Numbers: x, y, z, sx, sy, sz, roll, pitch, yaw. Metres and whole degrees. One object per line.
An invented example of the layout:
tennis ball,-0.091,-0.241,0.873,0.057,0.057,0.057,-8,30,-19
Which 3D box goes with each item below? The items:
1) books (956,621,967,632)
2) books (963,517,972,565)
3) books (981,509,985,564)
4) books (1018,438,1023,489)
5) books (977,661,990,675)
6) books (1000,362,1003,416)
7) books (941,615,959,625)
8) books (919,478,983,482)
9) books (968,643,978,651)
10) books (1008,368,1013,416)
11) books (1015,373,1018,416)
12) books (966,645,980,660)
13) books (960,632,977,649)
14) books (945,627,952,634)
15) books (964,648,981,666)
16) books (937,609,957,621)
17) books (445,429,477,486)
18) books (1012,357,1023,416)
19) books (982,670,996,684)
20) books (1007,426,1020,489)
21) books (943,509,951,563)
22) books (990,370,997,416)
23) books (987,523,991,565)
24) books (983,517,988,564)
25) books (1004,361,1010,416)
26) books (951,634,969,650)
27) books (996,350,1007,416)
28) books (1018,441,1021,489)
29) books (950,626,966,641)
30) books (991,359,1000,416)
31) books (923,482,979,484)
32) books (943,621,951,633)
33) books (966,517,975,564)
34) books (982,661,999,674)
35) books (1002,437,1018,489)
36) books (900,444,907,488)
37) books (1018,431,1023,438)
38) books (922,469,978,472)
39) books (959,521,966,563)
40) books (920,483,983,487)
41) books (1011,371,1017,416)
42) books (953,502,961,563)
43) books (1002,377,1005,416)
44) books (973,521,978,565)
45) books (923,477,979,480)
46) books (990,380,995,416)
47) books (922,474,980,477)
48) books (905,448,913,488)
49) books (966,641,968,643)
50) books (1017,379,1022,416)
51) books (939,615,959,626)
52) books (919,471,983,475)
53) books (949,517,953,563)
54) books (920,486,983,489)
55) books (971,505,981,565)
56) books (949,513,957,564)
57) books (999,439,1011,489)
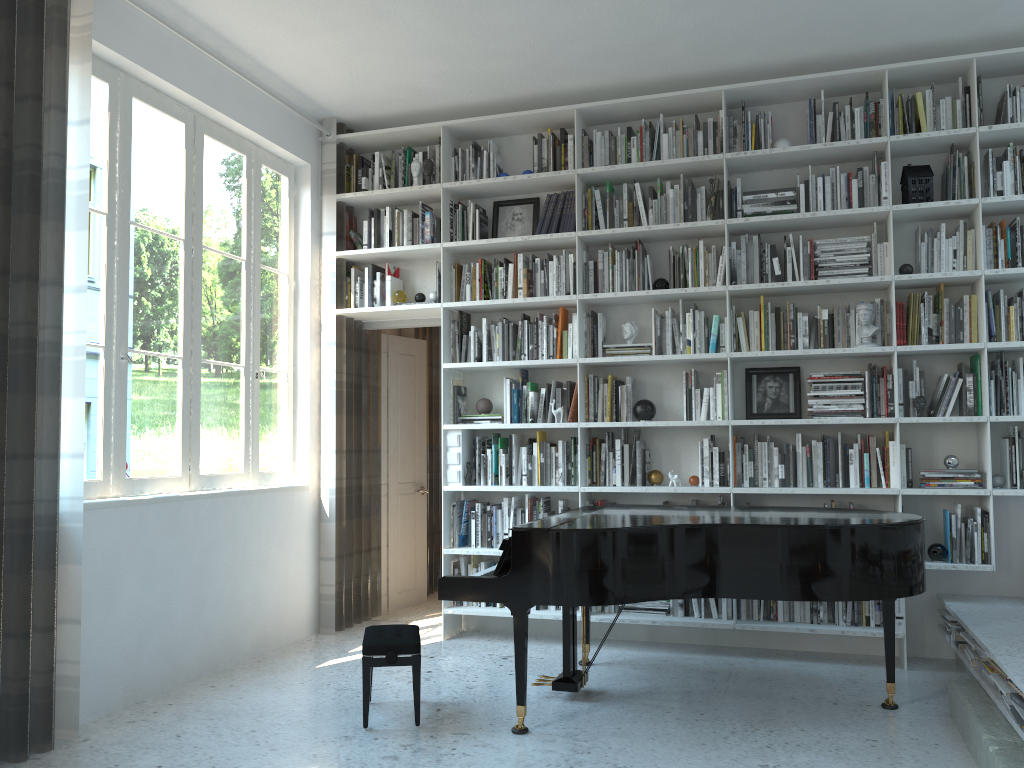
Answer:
books,2.211,1.149,4.203,0.160,0.009,0.291,-2,-4,20
books,2.312,0.795,4.512,0.026,0.224,0.175,-1,-4,18
books,2.382,0.772,4.520,0.015,0.270,0.157,-1,-4,18
books,2.599,0.405,4.535,0.023,0.256,0.178,-1,-4,18
books,2.019,1.173,3.611,0.159,0.012,0.292,-1,-4,15
books,2.520,0.031,4.597,0.006,0.281,0.155,-1,-4,18
books,2.291,1.195,4.483,0.188,0.009,0.211,-2,-4,17
books,2.271,0.498,4.596,0.285,0.012,0.159,-2,-4,21
books,2.109,1.151,3.911,0.171,0.020,0.193,-2,-4,22
books,2.557,0.046,4.579,0.013,0.248,0.165,-1,-4,18
books,2.581,0.060,4.573,0.013,0.218,0.161,-1,-4,18
books,2.114,1.188,3.908,0.172,0.014,0.221,-2,-4,19
books,2.106,1.134,3.913,0.180,0.015,0.294,-2,-4,16
books,2.301,1.253,4.477,0.171,0.016,0.241,-2,-4,18
books,2.107,1.208,3.909,0.177,0.026,0.230,-2,-4,21
books,2.283,1.171,4.487,0.191,0.013,0.243,-1,-4,14
books,-0.308,0.450,5.443,0.106,0.340,0.307,-2,-4,18
books,2.604,0.020,4.561,0.014,0.296,0.175,-1,-4,18
books,2.023,1.193,3.608,0.157,0.014,0.180,-1,-4,15
books,2.569,0.376,4.546,0.010,0.316,0.187,-1,-4,18
books,2.233,0.779,4.555,0.005,0.264,0.162,-1,-4,18
books,2.499,0.054,4.618,0.011,0.239,0.136,-1,-4,18
books,2.407,0.804,4.509,0.012,0.206,0.161,-1,-4,18
books,2.391,0.790,4.501,0.013,0.233,0.149,-1,-4,18
books,2.548,0.028,4.580,0.005,0.283,0.159,-1,-4,18
books,2.203,1.227,4.201,0.189,0.030,0.238,-2,-4,18
books,2.543,0.001,4.609,0.007,0.341,0.149,-1,-4,18
books,2.589,0.415,4.564,0.015,0.240,0.152,-1,-4,18
books,2.195,1.187,4.206,0.191,0.028,0.213,-2,-4,22
books,2.509,0.024,4.602,0.018,0.295,0.177,-1,-4,18
books,2.271,0.510,4.597,0.254,0.012,0.161,-2,-4,24
books,2.290,1.231,4.481,0.179,0.012,0.262,-2,-4,21
books,2.335,0.795,4.522,0.012,0.225,0.149,-1,-4,18
books,2.024,1.161,3.610,0.165,0.012,0.205,-2,-4,18
books,2.554,0.403,4.549,0.023,0.262,0.186,-1,-4,18
books,2.078,0.436,4.729,0.027,0.228,0.141,-1,-4,18
books,2.624,0.385,4.527,0.030,0.294,0.188,-1,-4,18
books,2.269,0.449,4.595,0.254,0.012,0.161,-2,-5,27
books,2.301,0.808,4.540,0.013,0.202,0.139,-1,-4,18
books,2.273,0.522,4.599,0.285,0.012,0.159,-2,-4,23
books,2.566,0.056,4.564,0.011,0.226,0.188,-1,-4,18
books,2.279,0.760,4.552,0.032,0.300,0.149,-1,-4,18
books,2.531,0.069,4.599,0.013,0.204,0.154,-1,-4,18
books,2.340,0.800,4.502,0.011,0.212,0.178,-1,-4,18
books,2.272,0.486,4.601,0.254,0.012,0.161,-2,-4,23
books,2.484,0.079,4.613,0.015,0.188,0.168,-1,-4,18
books,2.268,0.473,4.592,0.254,0.012,0.161,-2,-4,18
books,2.106,0.445,4.722,0.030,0.210,0.136,-2,-4,18
books,2.214,1.206,4.198,0.147,0.012,0.206,-1,-4,13
books,2.592,0.075,4.563,0.013,0.186,0.184,-1,-4,18
books,2.289,1.206,4.483,0.177,0.012,0.278,-1,-4,14
books,2.271,0.462,4.600,0.285,0.012,0.159,-2,-4,22
books,2.244,0.797,4.559,0.012,0.229,0.129,-1,-4,18
books,2.271,0.534,4.594,0.285,0.012,0.159,-2,-4,21
books,2.358,0.764,4.506,0.021,0.284,0.172,-1,-4,18
books,2.252,0.787,4.539,0.014,0.245,0.176,-1,-4,18
books,2.543,0.409,4.573,0.012,0.254,0.161,-1,-4,18
